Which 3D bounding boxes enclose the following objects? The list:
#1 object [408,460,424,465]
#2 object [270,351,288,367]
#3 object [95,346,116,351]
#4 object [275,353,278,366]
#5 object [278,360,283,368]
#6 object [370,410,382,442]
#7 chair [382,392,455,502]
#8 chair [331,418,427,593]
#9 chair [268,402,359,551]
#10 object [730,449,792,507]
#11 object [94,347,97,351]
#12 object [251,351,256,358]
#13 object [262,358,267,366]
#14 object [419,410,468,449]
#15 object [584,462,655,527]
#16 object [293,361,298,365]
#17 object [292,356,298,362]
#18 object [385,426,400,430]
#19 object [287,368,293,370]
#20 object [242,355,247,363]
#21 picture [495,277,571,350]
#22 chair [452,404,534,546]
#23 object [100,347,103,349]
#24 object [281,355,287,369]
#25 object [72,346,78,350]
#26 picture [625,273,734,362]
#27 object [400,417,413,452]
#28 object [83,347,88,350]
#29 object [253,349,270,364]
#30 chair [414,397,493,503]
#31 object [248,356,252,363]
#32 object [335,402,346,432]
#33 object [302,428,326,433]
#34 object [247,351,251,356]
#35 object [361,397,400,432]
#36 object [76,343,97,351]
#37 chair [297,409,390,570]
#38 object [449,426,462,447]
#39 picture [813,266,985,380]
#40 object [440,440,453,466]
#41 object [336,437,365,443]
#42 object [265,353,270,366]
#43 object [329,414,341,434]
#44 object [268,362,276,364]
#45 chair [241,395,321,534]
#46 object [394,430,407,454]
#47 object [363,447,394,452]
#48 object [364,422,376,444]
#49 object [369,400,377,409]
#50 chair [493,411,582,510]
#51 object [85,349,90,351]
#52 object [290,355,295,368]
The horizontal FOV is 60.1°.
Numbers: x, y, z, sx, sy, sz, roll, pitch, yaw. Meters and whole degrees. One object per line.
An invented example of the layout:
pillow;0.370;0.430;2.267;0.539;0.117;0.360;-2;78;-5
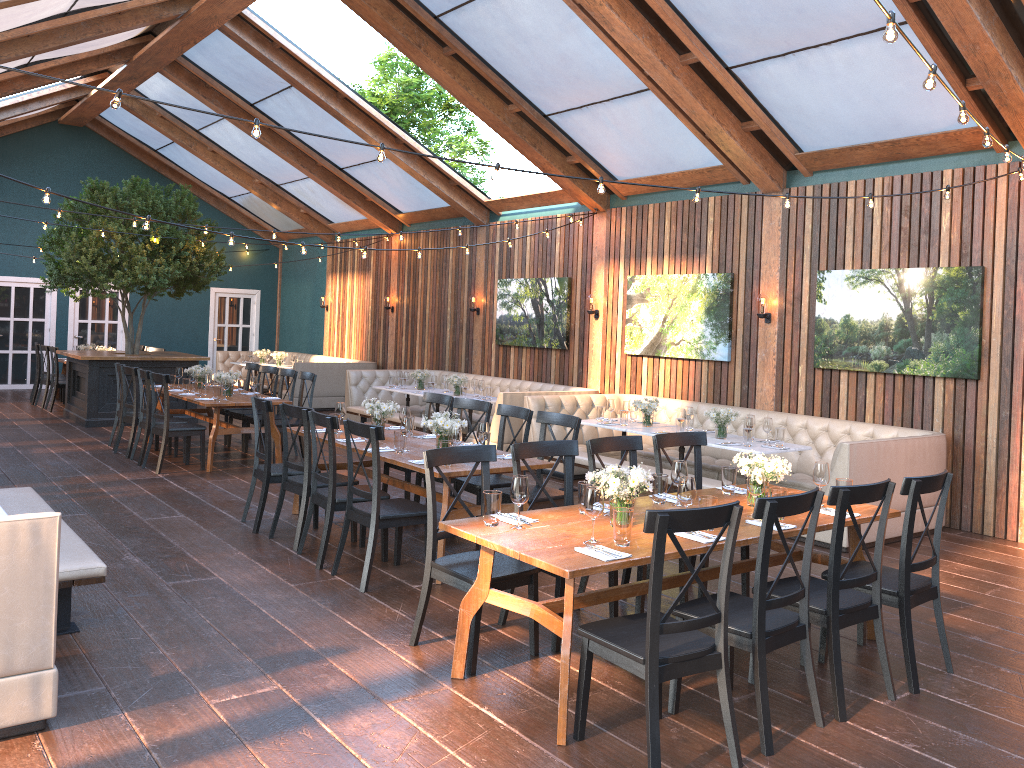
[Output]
object;-0.559;0.516;5.954;0.255;0.019;0.158;-1;5;-37
object;-4.458;-0.484;16.929;0.336;0.309;0.329;2;2;5
object;-6.873;-0.497;14.948;0.329;0.309;0.337;1;2;-22
object;-4.593;-0.482;17.299;0.092;0.244;0.092;2;1;11
object;-4.267;-0.358;16.317;0.092;0.158;0.092;3;1;39
object;-1.051;0.324;6.855;0.092;0.244;0.092;2;1;5
chair;-0.824;0.603;7.859;0.539;1.020;0.478;1;1;-37
chair;-0.822;0.749;5.758;0.539;1.020;0.478;1;1;-37
chair;-1.470;0.662;6.655;0.539;1.020;0.478;1;1;-40
object;1.377;0.519;4.894;0.329;0.309;0.336;3;2;18
object;-7.618;-0.576;16.134;0.092;0.244;0.092;2;1;5
object;-5.173;-0.531;17.680;0.092;0.244;0.092;2;1;5
object;-4.748;-0.421;16.952;0.092;0.158;0.092;3;1;39
object;-0.485;0.346;6.350;0.336;0.309;0.329;3;2;20
object;0.525;0.529;4.276;0.336;0.309;0.329;2;2;-4
object;-4.113;-0.386;16.804;0.092;0.158;0.092;3;1;39
object;-4.044;-0.404;16.485;0.092;0.244;0.092;2;1;11
object;-1.045;0.377;7.686;0.255;0.019;0.158;-1;5;-37
object;-4.042;-0.280;16.319;0.157;0.019;0.256;-1;5;-37
object;-5.414;-0.514;17.912;0.092;0.158;0.092;3;1;39
picture;0.280;-1.034;12.817;0.065;0.997;1.654;2;2;-37
chair;-0.151;0.691;6.963;0.539;1.020;0.478;2;1;-32
object;-7.254;-0.529;15.654;0.092;0.244;0.092;2;1;5
object;-4.234;-0.407;16.422;0.092;0.244;0.092;2;1;11
object;-7.803;-0.560;15.803;0.092;0.244;0.092;2;1;5
picture;1.961;-0.814;10.590;0.065;0.997;1.654;2;2;-37
object;-0.767;0.364;6.413;0.092;0.244;0.092;2;1;5
object;-7.419;-0.516;15.374;0.092;0.244;0.092;2;1;5
object;-4.969;-0.549;17.585;0.329;0.309;0.336;3;2;18
chair;-0.487;0.647;7.411;0.539;1.020;0.478;1;1;-42
object;-5.205;-0.482;17.575;0.092;0.158;0.092;3;1;39
object;-1.424;0.274;7.331;0.092;0.244;0.092;2;1;11
object;-1.590;0.382;7.318;0.255;0.019;0.158;-1;5;-37
object;-5.308;-0.550;17.881;0.092;0.244;0.092;2;1;5
object;-1.076;0.263;7.221;0.329;0.309;0.337;2;2;-2
object;-7.546;-0.578;15.733;0.329;0.309;0.337;0;3;-39
chair;-1.163;0.705;6.201;0.539;1.020;0.478;2;1;-31
object;-0.383;0.409;5.971;0.092;0.244;0.092;2;1;5
picture;3.613;-0.599;8.402;0.065;0.997;1.654;2;2;-37
object;-0.436;0.458;5.856;0.092;0.158;0.092;2;1;-11
object;-1.222;0.430;6.848;0.255;0.019;0.158;-1;5;-37
object;-4.715;-0.470;17.057;0.092;0.244;0.092;2;1;11
object;-1.447;0.325;7.212;0.092;0.158;0.092;2;1;9
object;-4.912;-0.427;17.946;0.255;0.019;0.158;-1;5;-37
chair;-1.834;0.617;7.091;0.539;1.020;0.478;2;1;-29
object;-0.800;0.413;6.308;0.092;0.158;0.092;2;1;-11
object;-0.937;0.470;6.406;0.255;0.019;0.158;-1;5;-37
object;-1.084;0.373;6.750;0.092;0.158;0.092;2;1;-11
object;-1.206;0.260;7.655;0.092;0.244;0.092;2;1;11
chair;0.185;0.736;6.515;0.539;1.020;0.478;1;1;-37
object;-7.134;-0.470;14.875;0.092;0.244;0.092;2;1;11
object;-4.142;-0.423;16.699;0.092;0.244;0.092;2;1;11
